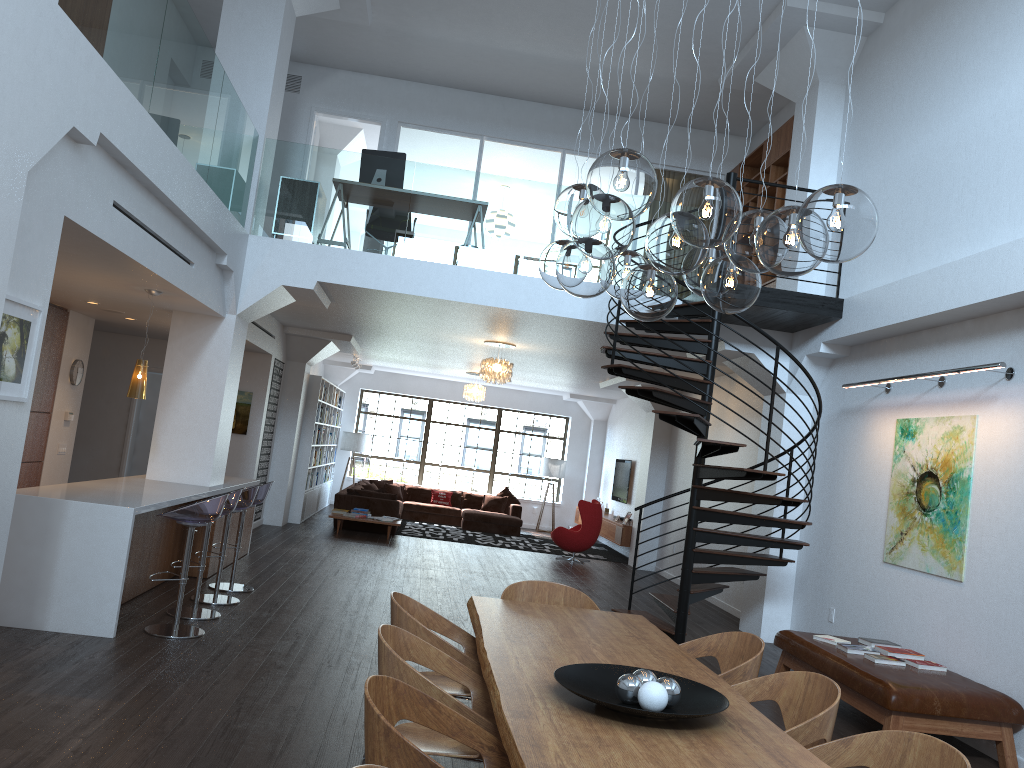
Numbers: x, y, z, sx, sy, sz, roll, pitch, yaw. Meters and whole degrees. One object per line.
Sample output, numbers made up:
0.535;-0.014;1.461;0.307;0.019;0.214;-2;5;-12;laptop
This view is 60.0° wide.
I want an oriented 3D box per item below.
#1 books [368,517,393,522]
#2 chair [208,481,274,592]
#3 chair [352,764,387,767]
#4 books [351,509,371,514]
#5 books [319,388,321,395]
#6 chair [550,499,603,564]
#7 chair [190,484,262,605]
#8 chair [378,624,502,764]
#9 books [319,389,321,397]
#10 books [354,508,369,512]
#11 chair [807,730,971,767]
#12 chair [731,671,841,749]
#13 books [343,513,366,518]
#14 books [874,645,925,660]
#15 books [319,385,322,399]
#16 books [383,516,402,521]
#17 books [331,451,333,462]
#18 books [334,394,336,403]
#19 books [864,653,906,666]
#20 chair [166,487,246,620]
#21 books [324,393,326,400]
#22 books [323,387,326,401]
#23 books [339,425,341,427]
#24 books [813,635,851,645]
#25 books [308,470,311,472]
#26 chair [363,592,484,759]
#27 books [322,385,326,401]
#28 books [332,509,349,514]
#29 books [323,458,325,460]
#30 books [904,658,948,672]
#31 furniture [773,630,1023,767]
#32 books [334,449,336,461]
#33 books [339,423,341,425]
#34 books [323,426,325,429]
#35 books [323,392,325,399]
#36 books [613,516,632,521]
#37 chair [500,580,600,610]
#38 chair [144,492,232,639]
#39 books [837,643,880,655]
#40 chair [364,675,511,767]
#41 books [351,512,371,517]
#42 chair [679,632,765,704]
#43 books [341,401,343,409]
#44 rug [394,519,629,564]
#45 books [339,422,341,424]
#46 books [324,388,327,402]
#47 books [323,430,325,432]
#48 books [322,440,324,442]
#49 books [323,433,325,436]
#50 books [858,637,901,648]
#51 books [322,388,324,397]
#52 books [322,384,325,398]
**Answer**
-2.067;2.109;13.897;0.342;0.040;0.231;4;-6;35;books
-2.506;1.367;8.158;0.481;1.014;0.530;8;-5;-3;chair
-0.116;1.261;1.790;0.618;0.833;0.629;8;-5;-5;chair
-2.435;2.056;14.282;0.279;0.035;0.191;7;-5;5;books
-3.271;0.142;14.713;0.161;0.218;0.101;8;-5;-5;books
1.044;2.337;14.332;0.801;1.006;0.798;6;-5;20;chair
-2.443;1.325;7.532;0.481;1.014;0.530;8;-5;-7;chair
-0.269;1.363;3.310;0.618;0.833;0.629;8;-5;-5;chair
-3.272;0.143;14.748;0.161;0.222;0.084;8;-5;-5;books
-2.426;2.026;14.283;0.224;0.027;0.157;7;-5;0;books
1.006;1.478;2.667;0.618;0.833;0.629;8;-5;-5;chair
0.911;1.527;3.423;0.618;0.833;0.629;8;-5;-4;chair
-2.465;2.056;13.870;0.236;0.035;0.340;6;-5;20;books
2.839;1.972;6.494;0.283;0.043;0.197;8;-5;-6;books
-3.284;0.132;14.822;0.170;0.251;0.118;8;-5;-5;books
-1.948;2.154;14.252;0.256;0.035;0.350;6;-5;20;books
-3.790;1.494;18.290;0.168;0.228;0.139;8;-5;-5;books
-3.534;0.278;17.276;0.176;0.290;0.053;8;-5;-5;books
2.593;1.917;6.166;0.224;0.032;0.161;8;-5;-5;books
-2.396;1.280;6.898;0.481;1.014;0.530;8;-5;-7;chair
-3.342;0.182;15.455;0.174;0.243;0.085;8;-5;-5;books
-3.329;0.173;15.369;0.182;0.253;0.098;8;-5;-5;books
-3.762;0.862;18.640;0.284;0.035;0.197;5;-5;25;books
2.428;1.945;6.736;0.161;0.031;0.223;10;-5;-27;books
-3.435;1.423;14.583;0.223;0.027;0.161;7;-5;4;books
-0.329;1.418;4.086;0.618;0.833;0.629;8;-5;-7;chair
-3.333;0.145;15.266;0.197;0.290;0.136;8;-5;-5;books
-2.742;2.041;14.188;0.241;0.045;0.334;8;-5;-4;books
-3.667;1.401;16.691;0.259;0.040;0.180;8;-5;-5;books
2.874;1.954;6.166;0.224;0.036;0.161;8;-5;-11;books
2.636;2.179;6.323;0.907;0.453;1.819;8;-5;-5;furniture
-3.827;1.496;18.772;0.176;0.290;0.053;8;-5;-5;books
-3.758;0.828;18.643;0.284;0.033;0.197;7;-5;10;books
-3.518;0.793;16.289;0.129;0.043;0.185;7;-5;9;books
-3.328;0.172;15.336;0.159;0.248;0.089;8;-5;-5;books
2.020;2.471;16.233;0.250;0.053;0.400;8;-5;-5;books
0.192;1.551;4.886;0.629;0.833;0.618;8;-5;-10;chair
-2.306;1.241;6.273;0.481;1.014;0.530;8;-5;-3;chair
2.510;1.925;6.424;0.247;0.040;0.185;8;-5;-2;books
-0.193;1.312;2.552;0.618;0.833;0.629;8;-5;-5;chair
-2.435;2.092;14.276;0.312;0.037;0.216;9;-5;-15;books
0.840;1.578;4.186;0.617;0.830;0.629;8;-5;-5;chair
-3.675;0.435;18.823;0.139;0.191;0.036;8;-5;-5;books
-0.067;2.849;16.222;4.200;0.007;3.100;8;-5;-4;rug
-3.750;0.796;18.640;0.254;0.032;0.174;5;-5;30;books
-3.353;0.182;15.557;0.182;0.255;0.077;8;-5;-5;books
-3.554;0.848;16.294;0.223;0.027;0.161;9;-5;-16;books
-3.552;1.038;16.246;0.160;0.039;0.251;7;-5;0;books
-3.539;0.913;16.261;0.183;0.042;0.253;8;-5;-5;books
2.825;1.998;6.813;0.254;0.044;0.183;8;-5;-10;books
-3.311;0.159;15.116;0.174;0.242;0.105;8;-5;-5;books
-3.322;0.140;15.204;0.176;0.293;0.125;8;-5;-5;books
